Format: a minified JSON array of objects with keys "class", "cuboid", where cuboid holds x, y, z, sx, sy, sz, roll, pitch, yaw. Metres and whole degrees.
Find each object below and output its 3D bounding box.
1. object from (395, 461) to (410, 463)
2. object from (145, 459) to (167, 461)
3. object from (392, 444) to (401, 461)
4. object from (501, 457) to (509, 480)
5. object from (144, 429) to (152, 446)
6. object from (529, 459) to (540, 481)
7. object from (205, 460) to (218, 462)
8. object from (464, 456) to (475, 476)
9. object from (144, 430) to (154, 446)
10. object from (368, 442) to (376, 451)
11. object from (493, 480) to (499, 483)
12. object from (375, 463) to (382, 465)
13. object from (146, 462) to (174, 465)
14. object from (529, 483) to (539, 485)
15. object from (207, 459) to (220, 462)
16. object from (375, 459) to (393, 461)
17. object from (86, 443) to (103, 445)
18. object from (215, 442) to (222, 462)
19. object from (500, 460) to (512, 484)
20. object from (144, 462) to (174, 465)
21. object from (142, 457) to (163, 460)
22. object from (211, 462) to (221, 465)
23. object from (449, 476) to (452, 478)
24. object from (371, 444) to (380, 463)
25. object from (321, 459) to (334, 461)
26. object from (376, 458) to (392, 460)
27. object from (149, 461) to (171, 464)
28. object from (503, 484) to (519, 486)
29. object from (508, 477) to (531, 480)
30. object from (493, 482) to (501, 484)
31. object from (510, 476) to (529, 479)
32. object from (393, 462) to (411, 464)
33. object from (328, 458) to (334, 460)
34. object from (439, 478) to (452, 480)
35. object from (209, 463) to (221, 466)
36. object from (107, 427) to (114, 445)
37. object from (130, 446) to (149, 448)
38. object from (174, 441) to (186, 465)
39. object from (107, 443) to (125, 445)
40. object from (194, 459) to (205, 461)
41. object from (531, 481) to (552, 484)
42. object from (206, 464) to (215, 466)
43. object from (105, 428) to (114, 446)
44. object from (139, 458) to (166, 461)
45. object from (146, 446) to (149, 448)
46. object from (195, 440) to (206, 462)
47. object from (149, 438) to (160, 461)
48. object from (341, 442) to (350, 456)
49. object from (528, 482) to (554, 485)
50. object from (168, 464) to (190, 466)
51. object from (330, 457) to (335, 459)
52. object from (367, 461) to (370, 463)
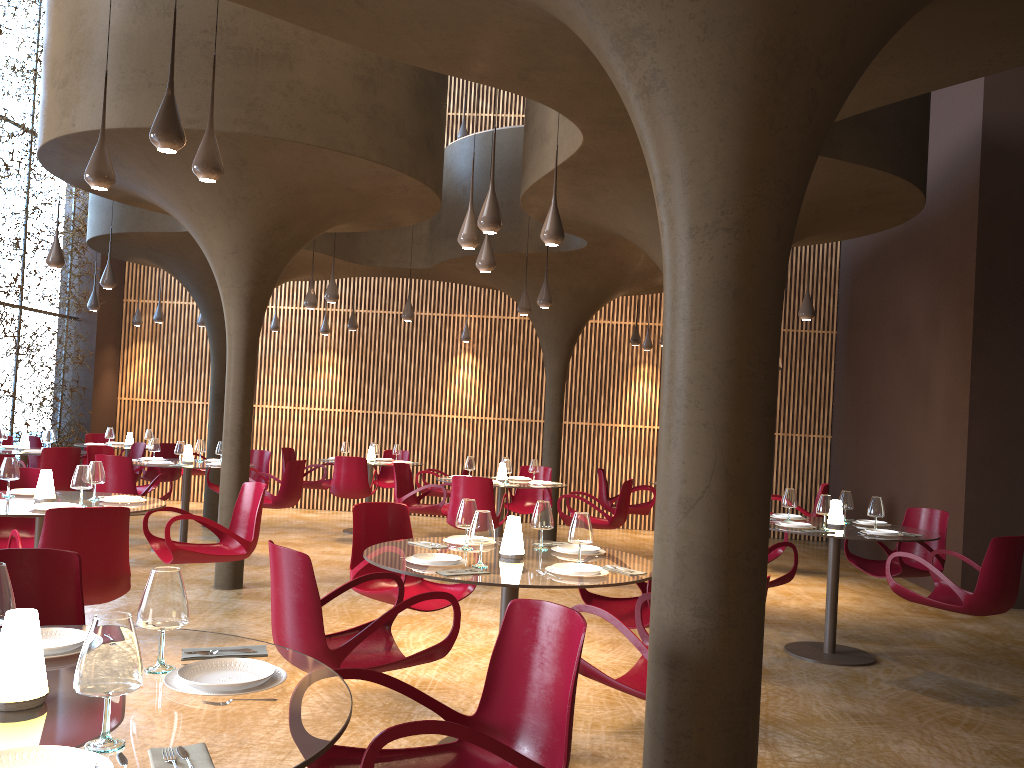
[{"class":"object","cuboid":[-1.747,1.248,14.145,0.263,0.029,0.263,4,-2,-17]},{"class":"object","cuboid":[-4.737,0.996,11.682,0.204,0.012,0.411,2,-2,17]},{"class":"object","cuboid":[-1.866,1.122,14.343,0.142,0.295,0.142,4,-1,-42]},{"class":"object","cuboid":[-0.093,1.106,11.624,0.142,0.295,0.142,2,-1,37]},{"class":"object","cuboid":[-6.229,0.921,15.208,0.142,0.295,0.142,3,-1,22]},{"class":"object","cuboid":[0.282,1.115,11.336,0.142,0.295,0.142,4,-1,-21]},{"class":"object","cuboid":[-3.998,1.049,12.031,0.332,0.014,0.332,4,-2,-13]},{"class":"object","cuboid":[-0.532,1.064,11.187,0.142,0.295,0.142,2,-1,43]},{"class":"object","cuboid":[-6.048,0.913,14.770,0.142,0.295,0.142,4,-1,-36]},{"class":"object","cuboid":[-2.286,1.108,14.562,0.142,0.295,0.142,3,-1,4]},{"class":"object","cuboid":[-0.284,1.187,10.742,0.263,0.029,0.263,2,-3,23]},{"class":"object","cuboid":[-2.028,1.227,13.594,0.126,0.017,0.262,3,-2,9]},{"class":"object","cuboid":[-4.379,0.987,11.026,0.332,0.014,0.332,3,-2,-3]},{"class":"object","cuboid":[0.364,1.248,11.114,0.204,0.012,0.411,2,-3,21]},{"class":"object","cuboid":[-3.998,1.039,12.031,0.263,0.029,0.263,3,-2,6]},{"class":"object","cuboid":[-2.122,1.260,14.717,0.332,0.014,0.332,3,-2,2]},{"class":"object","cuboid":[-6.835,0.988,14.536,0.263,0.029,0.263,3,-2,-8]},{"class":"object","cuboid":[-3.812,0.905,11.619,0.142,0.295,0.142,4,-1,-21]},{"class":"object","cuboid":[-0.072,1.076,10.854,0.142,0.295,0.142,3,-1,-4]},{"class":"object","cuboid":[-4.384,0.988,11.027,0.410,0.012,0.204,2,-2,15]},{"class":"object","cuboid":[-4.738,0.984,11.678,0.263,0.029,0.263,3,-2,5]},{"class":"object","cuboid":[-3.729,1.028,11.403,0.263,0.029,0.263,2,-3,28]},{"class":"object","cuboid":[-0.644,1.204,11.394,0.331,0.014,0.332,2,-3,31]},{"class":"object","cuboid":[-2.132,1.085,13.807,0.142,0.295,0.142,3,-1,-3]},{"class":"object","cuboid":[-2.865,1.196,13.948,0.262,0.017,0.126,3,-2,11]},{"class":"object","cuboid":[-2.121,1.251,14.717,0.263,0.029,0.263,2,-2,15]},{"class":"object","cuboid":[-4.379,0.977,11.026,0.263,0.029,0.263,3,-2,13]},{"class":"object","cuboid":[-0.007,1.214,10.624,0.126,0.017,0.262,2,-2,19]},{"class":"object","cuboid":[0.096,1.258,11.747,0.332,0.014,0.332,4,-2,-13]},{"class":"object","cuboid":[-0.285,1.197,10.742,0.332,0.014,0.332,3,-2,-6]},{"class":"object","cuboid":[0.096,1.249,11.747,0.263,0.029,0.263,3,-2,6]},{"class":"object","cuboid":[-1.748,1.257,14.145,0.331,0.014,0.332,2,-3,28]},{"class":"object","cuboid":[-2.789,1.205,14.241,0.331,0.014,0.332,2,-2,18]},{"class":"object","cuboid":[-0.769,1.193,11.119,0.262,0.017,0.126,2,-2,21]},{"class":"object","cuboid":[-3.729,1.037,11.403,0.331,0.014,0.332,1,-3,35]},{"class":"object","cuboid":[-6.828,0.882,15.049,0.142,0.295,0.142,3,-1,5]},{"class":"object","cuboid":[-6.085,1.039,14.537,0.331,0.014,0.332,2,-3,23]},{"class":"object","cuboid":[-4.166,0.866,11.138,0.142,0.295,0.142,3,-1,-4]},{"class":"object","cuboid":[-6.821,1.029,15.280,0.332,0.014,0.332,3,-2,-3]},{"class":"object","cuboid":[-4.285,1.044,12.128,0.126,0.017,0.262,2,-2,15]},{"class":"object","cuboid":[0.366,1.238,11.119,0.263,0.029,0.263,3,-2,12]},{"class":"object","cuboid":[-3.731,1.038,11.398,0.204,0.012,0.411,2,-3,21]},{"class":"object","cuboid":[-6.596,0.874,14.530,0.142,0.295,0.142,3,-1,4]},{"class":"object","cuboid":[-4.738,0.994,11.678,0.331,0.014,0.332,2,-3,31]},{"class":"object","cuboid":[-6.084,1.029,14.537,0.263,0.029,0.263,3,-2,-3]},{"class":"object","cuboid":[-4.188,0.896,11.908,0.142,0.295,0.142,3,-1,-8]},{"class":"object","cuboid":[-4.627,0.855,11.471,0.142,0.295,0.142,2,-1,43]},{"class":"object","cuboid":[-2.643,1.068,14.055,0.142,0.295,0.142,4,-1,-24]},{"class":"object","cuboid":[0.365,1.247,11.119,0.331,0.014,0.332,1,-3,38]},{"class":"object","cuboid":[-4.101,1.004,10.908,0.126,0.017,0.262,2,-2,19]},{"class":"object","cuboid":[-2.788,1.195,14.241,0.263,0.029,0.263,1,-3,40]},{"class":"object","cuboid":[-2.322,1.197,13.662,0.263,0.029,0.263,3,-2,10]}]
